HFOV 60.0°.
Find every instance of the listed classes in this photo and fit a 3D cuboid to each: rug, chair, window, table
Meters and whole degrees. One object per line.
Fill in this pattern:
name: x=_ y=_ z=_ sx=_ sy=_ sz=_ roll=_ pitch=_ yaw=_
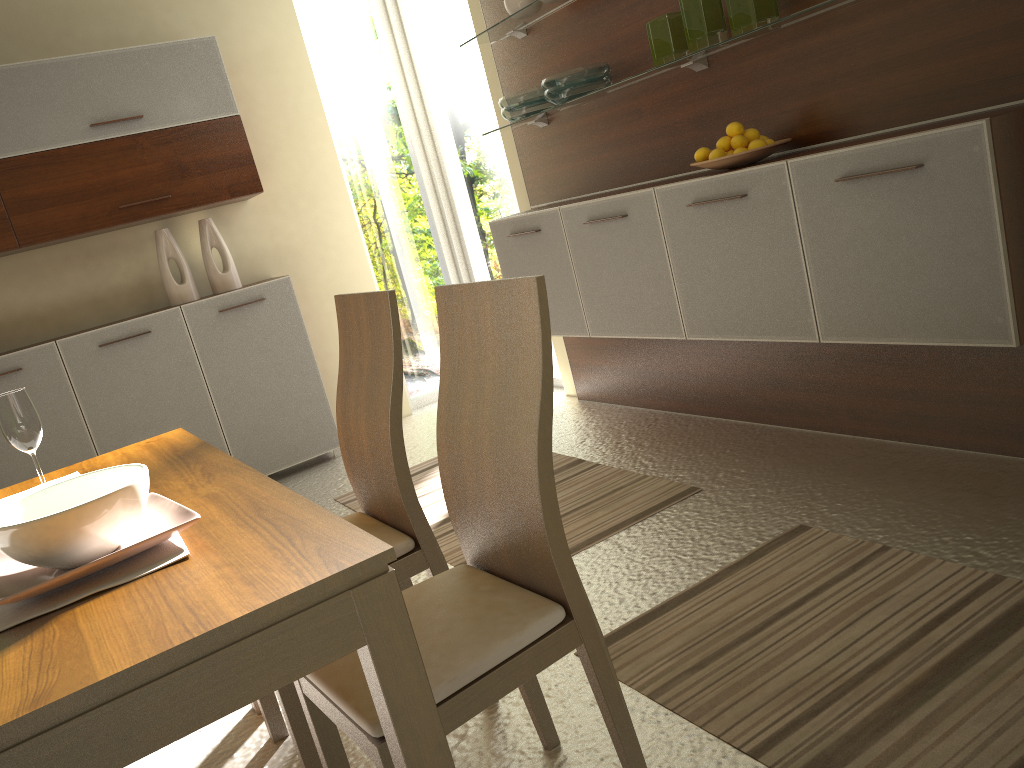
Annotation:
rug: x=0.907 y=0.600 z=1.754 sx=0.843 sy=0.010 sz=1.613 roll=-21 pitch=14 yaw=-27
chair: x=-0.428 y=0.343 z=2.079 sx=0.507 sy=1.017 sz=0.404 roll=-21 pitch=14 yaw=-27
rug: x=-0.081 y=0.449 z=3.601 sx=0.842 sy=0.007 sz=1.613 roll=-21 pitch=14 yaw=-27
window: x=-1.841 y=-0.361 z=2.222 sx=6.429 sy=3.000 sz=4.466 roll=-22 pitch=14 yaw=-30
chair: x=-0.120 y=0.374 z=1.576 sx=0.507 sy=1.017 sz=0.404 roll=-22 pitch=14 yaw=-30
table: x=-0.813 y=0.688 z=1.527 sx=1.000 sy=0.790 sz=1.411 roll=-21 pitch=14 yaw=-27

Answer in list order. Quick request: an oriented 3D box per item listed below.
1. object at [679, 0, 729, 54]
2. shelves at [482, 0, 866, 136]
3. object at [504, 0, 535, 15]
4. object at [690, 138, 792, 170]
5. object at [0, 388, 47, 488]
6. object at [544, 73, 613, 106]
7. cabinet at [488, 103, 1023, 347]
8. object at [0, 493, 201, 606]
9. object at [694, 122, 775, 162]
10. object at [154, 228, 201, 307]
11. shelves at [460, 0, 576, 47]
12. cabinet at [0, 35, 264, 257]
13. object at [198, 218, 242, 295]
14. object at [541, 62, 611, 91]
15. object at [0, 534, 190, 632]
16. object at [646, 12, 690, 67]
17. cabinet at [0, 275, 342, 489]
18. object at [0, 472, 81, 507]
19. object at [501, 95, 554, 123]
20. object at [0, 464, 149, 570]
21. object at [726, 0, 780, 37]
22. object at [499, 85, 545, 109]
object: x=0.632 y=-1.248 z=2.952 sx=0.099 sy=0.259 sz=0.099 roll=-21 pitch=14 yaw=-28
shelves: x=0.584 y=-1.142 z=3.182 sx=0.255 sy=0.008 sz=2.463 roll=-21 pitch=14 yaw=-27
object: x=0.053 y=-1.609 z=3.771 sx=0.163 sy=0.077 sz=0.163 roll=-10 pitch=13 yaw=20
object: x=0.773 y=-0.758 z=2.988 sx=0.337 sy=0.053 sz=0.337 roll=-14 pitch=12 yaw=3
object: x=-0.979 y=0.127 z=1.800 sx=0.075 sy=0.232 sz=0.075 roll=-10 pitch=13 yaw=20
object: x=0.275 y=-1.201 z=3.635 sx=0.288 sy=0.068 sz=0.288 roll=-10 pitch=13 yaw=20
cabinet: x=0.705 y=-0.482 z=3.297 sx=0.372 sy=0.570 sz=2.463 roll=-21 pitch=14 yaw=-27
object: x=-0.630 y=0.246 z=1.313 sx=0.283 sy=0.033 sz=0.283 roll=-23 pitch=15 yaw=-33
object: x=0.746 y=-0.809 z=2.988 sx=0.259 sy=0.139 sz=0.230 roll=-7 pitch=14 yaw=31
object: x=-1.728 y=-0.600 z=4.526 sx=0.153 sy=0.384 sz=0.153 roll=-14 pitch=12 yaw=5
shelves: x=0.483 y=-1.528 z=3.096 sx=0.255 sy=0.008 sz=2.463 roll=-21 pitch=14 yaw=-27
cabinet: x=-2.407 y=-0.999 z=4.075 sx=2.318 sy=0.789 sz=0.372 roll=-21 pitch=14 yaw=-27
object: x=-1.543 y=-0.671 z=4.629 sx=0.153 sy=0.384 sz=0.153 roll=-14 pitch=12 yaw=5
object: x=0.264 y=-1.241 z=3.626 sx=0.288 sy=0.068 sz=0.288 roll=-10 pitch=13 yaw=20
object: x=-0.760 y=0.316 z=1.228 sx=0.589 sy=0.010 sz=0.287 roll=-20 pitch=13 yaw=-24
object: x=0.562 y=-1.212 z=3.123 sx=0.111 sy=0.160 sz=0.112 roll=-21 pitch=14 yaw=-28
cabinet: x=-2.073 y=0.269 z=4.357 sx=2.318 sy=1.018 sz=0.372 roll=-21 pitch=14 yaw=-27
object: x=-1.152 y=0.301 z=1.763 sx=0.589 sy=0.010 sz=0.287 roll=-22 pitch=14 yaw=-31
object: x=0.096 y=-1.220 z=3.932 sx=0.288 sy=0.068 sz=0.288 roll=-10 pitch=13 yaw=20
object: x=-0.640 y=0.208 z=1.305 sx=0.233 sy=0.101 sz=0.233 roll=-25 pitch=16 yaw=-38
object: x=0.759 y=-1.194 z=2.807 sx=0.112 sy=0.160 sz=0.111 roll=-21 pitch=14 yaw=-28
object: x=0.085 y=-1.260 z=3.924 sx=0.288 sy=0.068 sz=0.288 roll=-10 pitch=13 yaw=20
